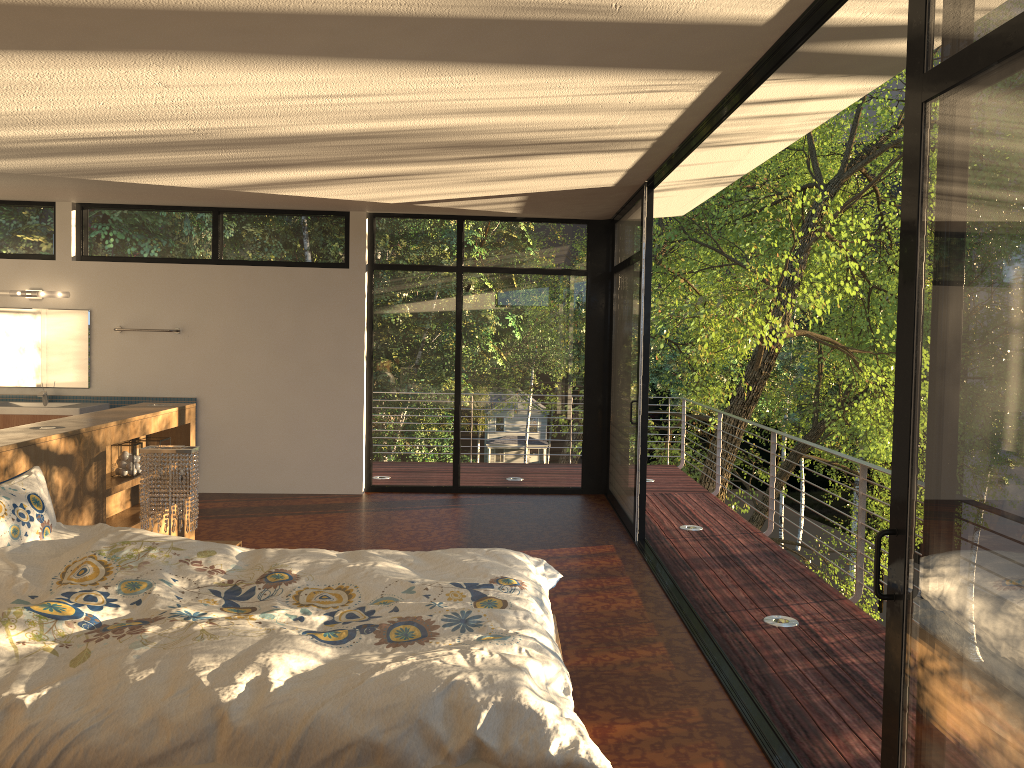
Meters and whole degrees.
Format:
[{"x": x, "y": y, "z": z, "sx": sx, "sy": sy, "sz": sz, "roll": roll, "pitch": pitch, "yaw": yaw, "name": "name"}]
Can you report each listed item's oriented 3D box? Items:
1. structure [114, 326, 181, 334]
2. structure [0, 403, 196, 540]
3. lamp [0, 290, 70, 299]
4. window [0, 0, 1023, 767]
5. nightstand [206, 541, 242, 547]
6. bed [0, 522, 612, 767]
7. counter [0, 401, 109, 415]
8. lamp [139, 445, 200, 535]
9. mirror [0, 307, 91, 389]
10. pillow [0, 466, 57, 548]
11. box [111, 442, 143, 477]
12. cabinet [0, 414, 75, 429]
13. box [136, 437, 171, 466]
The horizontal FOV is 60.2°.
[{"x": -3.124, "y": -0.461, "z": 7.572, "sx": 0.541, "sy": 0.056, "sz": 0.198, "roll": 1, "pitch": 3, "yaw": -4, "name": "structure"}, {"x": -2.072, "y": 0.763, "z": 2.514, "sx": 0.309, "sy": 0.973, "sz": 5.780, "roll": 1, "pitch": 3, "yaw": -1, "name": "structure"}, {"x": -4.044, "y": -0.759, "z": 7.451, "sx": 0.623, "sy": 0.070, "sz": 0.117, "roll": 1, "pitch": 3, "yaw": -4, "name": "lamp"}, {"x": -2.384, "y": -0.026, "z": 2.735, "sx": 6.872, "sy": 2.512, "sz": 10.280, "roll": 1, "pitch": 3, "yaw": -2, "name": "window"}, {"x": -1.629, "y": 0.997, "z": 4.149, "sx": 0.479, "sy": 0.347, "sz": 0.773, "roll": 1, "pitch": 3, "yaw": -2, "name": "nightstand"}, {"x": -0.842, "y": 0.911, "z": 2.743, "sx": 2.163, "sy": 0.711, "sz": 1.823, "roll": 1, "pitch": 3, "yaw": -3, "name": "bed"}, {"x": -4.589, "y": 0.211, "z": 7.232, "sx": 2.290, "sy": 0.111, "sz": 0.548, "roll": 1, "pitch": 3, "yaw": -4, "name": "counter"}, {"x": -1.646, "y": 0.663, "z": 4.295, "sx": 0.262, "sy": 0.729, "sz": 0.162, "roll": 1, "pitch": 2, "yaw": -3, "name": "lamp"}, {"x": -4.587, "y": -0.318, "z": 7.514, "sx": 1.969, "sy": 0.677, "sz": 0.100, "roll": 1, "pitch": 2, "yaw": -4, "name": "mirror"}, {"x": -1.783, "y": 0.545, "z": 3.061, "sx": 0.253, "sy": 0.439, "sz": 0.620, "roll": 1, "pitch": 3, "yaw": 2, "name": "pillow"}, {"x": -2.035, "y": 0.398, "z": 4.670, "sx": 0.116, "sy": 0.170, "sz": 0.124, "roll": 1, "pitch": 3, "yaw": -2, "name": "box"}, {"x": -4.596, "y": 0.568, "z": 7.246, "sx": 2.289, "sy": 0.710, "sz": 0.547, "roll": 1, "pitch": 3, "yaw": -4, "name": "cabinet"}, {"x": -2.029, "y": 0.387, "z": 5.000, "sx": 0.134, "sy": 0.156, "sz": 0.157, "roll": 1, "pitch": 3, "yaw": -2, "name": "box"}]
